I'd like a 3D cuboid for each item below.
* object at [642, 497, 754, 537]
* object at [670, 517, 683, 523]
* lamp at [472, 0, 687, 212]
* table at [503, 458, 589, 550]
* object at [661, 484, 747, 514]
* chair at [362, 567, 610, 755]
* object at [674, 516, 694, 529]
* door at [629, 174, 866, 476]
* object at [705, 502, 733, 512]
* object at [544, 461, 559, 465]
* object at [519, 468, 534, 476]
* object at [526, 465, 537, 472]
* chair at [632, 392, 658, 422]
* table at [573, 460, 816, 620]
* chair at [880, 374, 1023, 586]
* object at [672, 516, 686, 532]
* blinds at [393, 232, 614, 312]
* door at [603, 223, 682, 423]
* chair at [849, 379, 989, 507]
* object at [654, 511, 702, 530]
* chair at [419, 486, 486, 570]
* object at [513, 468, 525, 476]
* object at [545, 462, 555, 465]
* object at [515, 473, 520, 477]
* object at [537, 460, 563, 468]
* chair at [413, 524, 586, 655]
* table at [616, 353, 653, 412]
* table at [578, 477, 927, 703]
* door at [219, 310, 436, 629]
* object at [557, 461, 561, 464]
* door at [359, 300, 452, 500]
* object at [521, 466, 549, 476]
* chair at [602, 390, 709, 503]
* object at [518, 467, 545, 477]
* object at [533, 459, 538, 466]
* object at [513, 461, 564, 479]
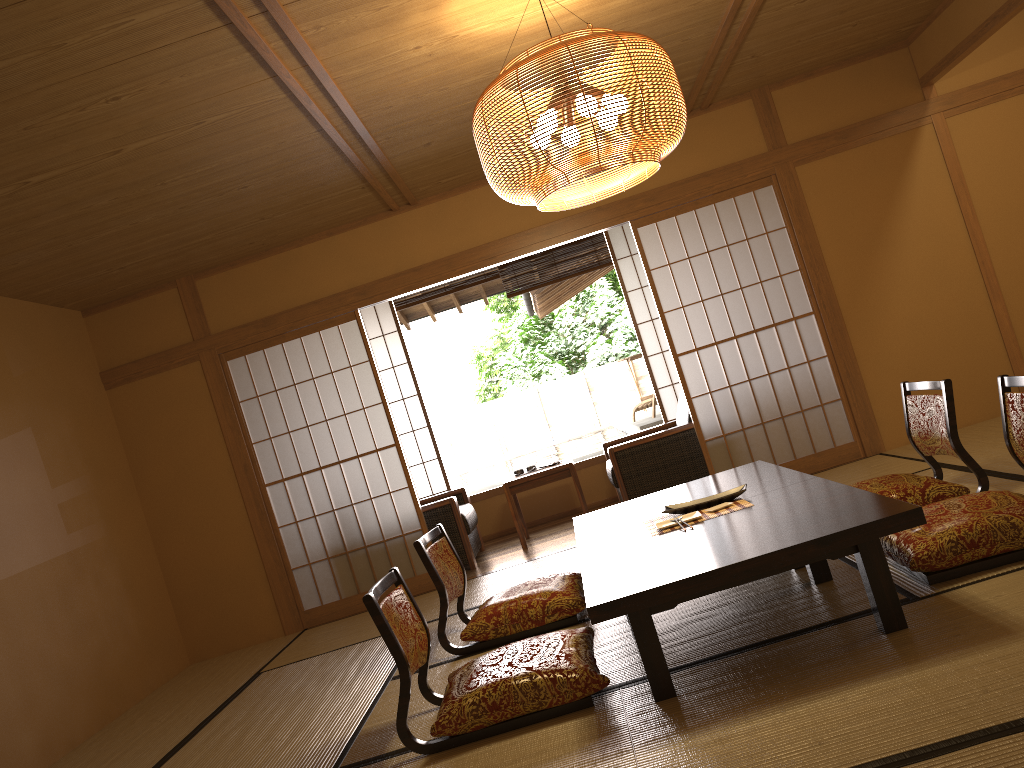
[{"bbox_3d":[0.729,0.519,3.534,0.401,0.003,0.398,-18,-2,3],"label":"object"},{"bbox_3d":[0.637,0.529,3.430,0.050,0.018,0.015,-17,-1,0],"label":"object"},{"bbox_3d":[0.207,-1.141,3.387,0.800,0.825,0.797,-18,-2,26],"label":"lamp"},{"bbox_3d":[0.272,0.885,6.673,0.540,0.500,0.540,-18,-1,3],"label":"table"},{"bbox_3d":[0.789,0.481,3.614,0.349,0.039,0.129,-18,-2,16],"label":"object"},{"bbox_3d":[-0.078,0.845,3.049,0.699,0.546,0.582,-18,-1,2],"label":"chair"},{"bbox_3d":[0.648,0.524,3.360,0.006,0.030,0.229,-17,-2,-6],"label":"object"},{"bbox_3d":[1.538,-0.298,5.823,0.992,1.933,0.040,-18,-1,3],"label":"door"},{"bbox_3d":[0.812,0.485,3.471,0.099,0.013,0.067,-17,-2,-14],"label":"object"},{"bbox_3d":[0.290,0.598,6.696,0.006,0.007,0.231,-17,-2,-32],"label":"object"},{"bbox_3d":[0.111,0.658,6.650,0.130,0.026,0.038,-17,-2,-13],"label":"object"},{"bbox_3d":[0.149,0.644,6.762,0.084,0.037,0.084,-17,-2,-6],"label":"object"},{"bbox_3d":[1.684,-0.157,9.236,0.676,0.851,1.229,-17,-2,-23],"label":"chair"},{"bbox_3d":[0.814,0.697,4.026,0.995,0.356,0.995,-18,-2,3],"label":"table"},{"bbox_3d":[1.601,0.318,3.142,0.687,0.546,0.582,-18,-1,7],"label":"chair"},{"bbox_3d":[0.632,0.529,3.356,0.006,0.030,0.229,-18,-2,0],"label":"object"},{"bbox_3d":[-0.127,-1.012,7.630,1.932,0.594,0.048,-18,-1,3],"label":"blinds"},{"bbox_3d":[1.508,-0.619,7.490,0.992,1.872,0.040,-18,-1,3],"label":"door"},{"bbox_3d":[1.638,0.336,3.994,0.699,0.546,0.582,-18,-1,2],"label":"chair"},{"bbox_3d":[0.646,0.533,3.443,0.180,0.014,0.130,-18,-2,4],"label":"object"},{"bbox_3d":[-0.759,1.069,6.686,0.944,0.779,0.872,-18,-1,3],"label":"chair"},{"bbox_3d":[0.053,0.674,6.764,0.084,0.037,0.084,-19,-2,30],"label":"object"},{"bbox_3d":[0.274,0.602,6.678,0.006,0.007,0.231,-17,-2,-23],"label":"object"},{"bbox_3d":[0.040,0.685,6.670,0.050,0.018,0.015,-19,-2,44],"label":"object"},{"bbox_3d":[0.290,0.609,6.691,0.131,0.015,0.182,-16,-3,-42],"label":"object"},{"bbox_3d":[-0.031,0.868,4.136,0.687,0.546,0.582,-18,-1,7],"label":"chair"},{"bbox_3d":[1.772,-0.044,11.503,0.670,0.731,0.669,-18,-1,6],"label":"table"},{"bbox_3d":[0.767,0.677,3.032,0.995,0.356,0.995,-18,-2,3],"label":"table"},{"bbox_3d":[-1.211,0.574,5.958,0.992,1.933,0.040,-18,-1,3],"label":"door"},{"bbox_3d":[0.347,0.586,6.589,0.050,0.018,0.015,-17,-1,-11],"label":"object"},{"bbox_3d":[-1.242,0.254,7.626,0.992,1.872,0.040,-18,-1,3],"label":"door"},{"bbox_3d":[0.168,0.648,6.592,0.230,0.007,0.006,-17,-1,-2],"label":"object"},{"bbox_3d":[1.141,0.466,6.593,0.944,0.779,0.872,-18,-1,3],"label":"chair"},{"bbox_3d":[0.139,0.658,6.609,0.230,0.007,0.006,-17,-1,-8],"label":"object"},{"bbox_3d":[0.163,0.616,6.776,0.117,0.068,0.038,-16,-1,-32],"label":"object"},{"bbox_3d":[0.198,0.646,6.676,0.401,0.003,0.300,-18,-2,3],"label":"object"}]
